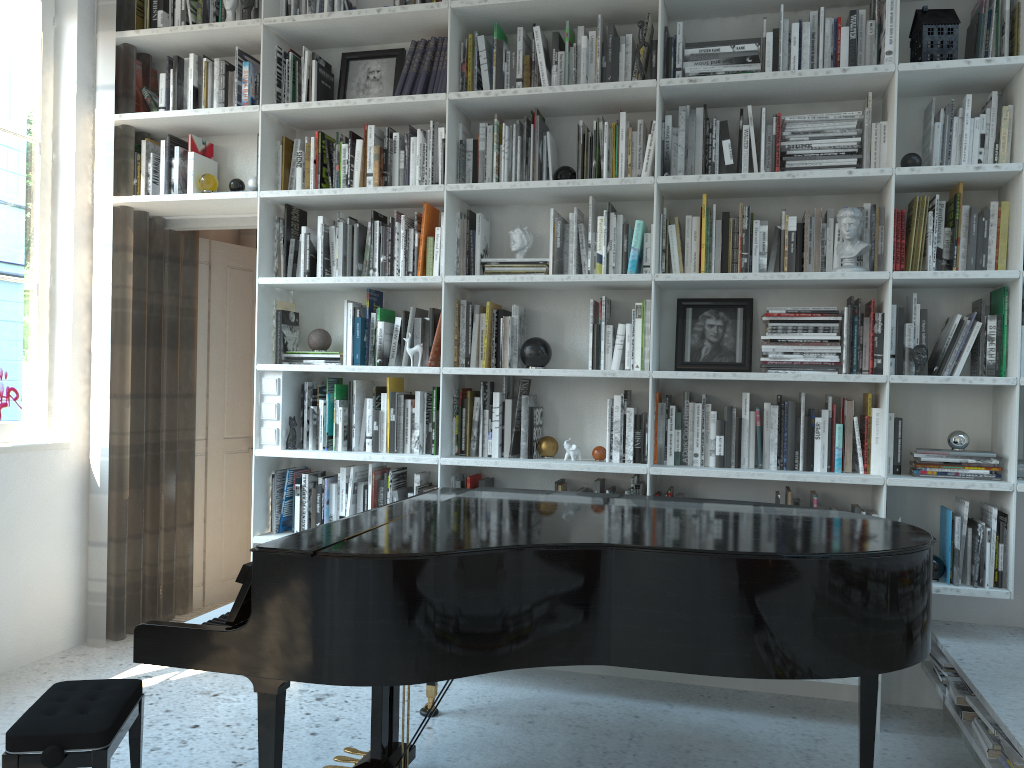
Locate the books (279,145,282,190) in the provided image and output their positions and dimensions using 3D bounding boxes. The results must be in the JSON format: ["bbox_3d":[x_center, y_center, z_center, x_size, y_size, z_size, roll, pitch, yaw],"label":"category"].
[{"bbox_3d":[-0.995,-0.936,3.975,0.022,0.232,0.151,1,0,15],"label":"books"}]

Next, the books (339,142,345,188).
[{"bbox_3d":[-0.717,-0.928,3.902,0.011,0.229,0.170,1,0,15],"label":"books"}]

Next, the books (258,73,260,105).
[{"bbox_3d":[-1.093,-1.282,3.997,0.026,0.188,0.154,1,0,15],"label":"books"}]

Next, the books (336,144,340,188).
[{"bbox_3d":[-0.731,-0.923,3.898,0.014,0.218,0.164,1,0,15],"label":"books"}]

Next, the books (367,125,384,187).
[{"bbox_3d":[-0.576,-0.953,3.846,0.030,0.286,0.185,1,0,15],"label":"books"}]

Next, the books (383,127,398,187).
[{"bbox_3d":[-0.516,-0.952,3.854,0.025,0.286,0.161,1,0,15],"label":"books"}]

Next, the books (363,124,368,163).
[{"bbox_3d":[-0.614,-0.963,3.880,0.014,0.304,0.151,1,0,15],"label":"books"}]

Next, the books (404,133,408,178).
[{"bbox_3d":[-0.431,-0.937,3.839,0.035,0.260,0.131,1,0,15],"label":"books"}]

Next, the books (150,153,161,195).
[{"bbox_3d":[-1.625,-0.944,4.132,0.010,0.220,0.181,1,0,15],"label":"books"}]

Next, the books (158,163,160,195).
[{"bbox_3d":[-1.600,-0.925,4.152,0.029,0.185,0.134,1,0,15],"label":"books"}]

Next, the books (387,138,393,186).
[{"bbox_3d":[-0.501,-0.925,3.839,0.013,0.232,0.171,1,0,15],"label":"books"}]

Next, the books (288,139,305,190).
[{"bbox_3d":[-0.940,-0.947,3.968,0.062,0.258,0.153,1,0,15],"label":"books"}]

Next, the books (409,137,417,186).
[{"bbox_3d":[-0.394,-0.921,3.807,0.030,0.231,0.172,1,0,15],"label":"books"}]

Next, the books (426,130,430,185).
[{"bbox_3d":[-0.327,-0.938,3.811,0.024,0.266,0.155,1,0,15],"label":"books"}]

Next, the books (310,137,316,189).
[{"bbox_3d":[-0.842,-0.942,3.929,0.014,0.252,0.187,1,0,15],"label":"books"}]

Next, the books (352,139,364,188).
[{"bbox_3d":[-0.645,-0.931,3.886,0.047,0.238,0.162,1,0,15],"label":"books"}]

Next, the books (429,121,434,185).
[{"bbox_3d":[-0.317,-0.950,3.778,0.012,0.291,0.182,1,0,15],"label":"books"}]

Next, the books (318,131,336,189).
[{"bbox_3d":[-0.813,-0.954,3.914,0.011,0.277,0.164,1,0,15],"label":"books"}]

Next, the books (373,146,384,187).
[{"bbox_3d":[-0.550,-0.907,3.836,0.029,0.195,0.192,1,0,15],"label":"books"}]

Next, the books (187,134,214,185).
[{"bbox_3d":[-1.434,-0.979,4.085,0.013,0.299,0.179,1,0,15],"label":"books"}]

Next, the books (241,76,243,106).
[{"bbox_3d":[-1.175,-1.282,4.027,0.031,0.182,0.151,1,0,15],"label":"books"}]

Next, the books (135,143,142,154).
[{"bbox_3d":[-1.725,-0.972,4.146,0.011,0.272,0.188,1,0,15],"label":"books"}]

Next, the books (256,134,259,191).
[{"bbox_3d":[-1.104,-0.964,4.000,0.012,0.285,0.159,1,0,15],"label":"books"}]

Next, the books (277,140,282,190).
[{"bbox_3d":[-1.009,-0.947,3.987,0.012,0.254,0.161,1,0,15],"label":"books"}]

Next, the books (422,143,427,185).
[{"bbox_3d":[-0.348,-0.908,3.807,0.013,0.206,0.172,1,0,15],"label":"books"}]

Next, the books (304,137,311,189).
[{"bbox_3d":[-0.882,-0.948,3.945,0.010,0.263,0.151,1,0,15],"label":"books"}]

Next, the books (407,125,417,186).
[{"bbox_3d":[-0.413,-0.947,3.816,0.012,0.281,0.188,1,0,15],"label":"books"}]

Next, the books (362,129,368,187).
[{"bbox_3d":[-0.601,-0.946,3.858,0.023,0.271,0.187,1,0,15],"label":"books"}]

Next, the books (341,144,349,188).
[{"bbox_3d":[-0.698,-0.921,3.890,0.031,0.217,0.173,1,0,15],"label":"books"}]

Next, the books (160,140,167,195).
[{"bbox_3d":[-1.578,-0.973,4.129,0.022,0.281,0.156,1,0,15],"label":"books"}]

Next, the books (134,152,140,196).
[{"bbox_3d":[-1.711,-0.949,4.154,0.013,0.228,0.179,1,0,15],"label":"books"}]

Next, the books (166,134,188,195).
[{"bbox_3d":[-1.533,-0.980,4.094,0.013,0.297,0.187,1,0,15],"label":"books"}]

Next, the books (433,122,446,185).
[{"bbox_3d":[-0.297,-0.949,3.786,0.022,0.289,0.169,1,0,15],"label":"books"}]

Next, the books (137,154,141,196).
[{"bbox_3d":[-1.698,-0.946,4.152,0.013,0.222,0.162,1,0,15],"label":"books"}]

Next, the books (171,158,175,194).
[{"bbox_3d":[-1.513,-0.927,4.103,0.024,0.193,0.181,1,0,15],"label":"books"}]

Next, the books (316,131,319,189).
[{"bbox_3d":[-0.825,-0.956,3.928,0.020,0.281,0.164,1,0,15],"label":"books"}]

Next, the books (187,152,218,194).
[{"bbox_3d":[-1.418,-0.935,4.068,0.029,0.211,0.187,1,0,15],"label":"books"}]

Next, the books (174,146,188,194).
[{"bbox_3d":[-1.485,-0.949,4.077,0.021,0.237,0.188,1,0,15],"label":"books"}]

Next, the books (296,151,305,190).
[{"bbox_3d":[-0.904,-0.915,3.934,0.026,0.195,0.175,1,0,15],"label":"books"}]

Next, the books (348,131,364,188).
[{"bbox_3d":[-0.675,-0.949,3.889,0.014,0.273,0.180,1,0,15],"label":"books"}]

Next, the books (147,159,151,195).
[{"bbox_3d":[-1.642,-0.932,4.145,0.029,0.197,0.160,1,0,15],"label":"books"}]

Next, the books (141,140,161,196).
[{"bbox_3d":[-1.668,-0.975,4.143,0.023,0.281,0.170,1,0,15],"label":"books"}]

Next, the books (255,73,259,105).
[{"bbox_3d":[-1.115,-1.287,4.018,0.029,0.196,0.146,1,0,15],"label":"books"}]

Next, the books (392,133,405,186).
[{"bbox_3d":[-0.477,-0.938,3.848,0.029,0.261,0.157,1,0,15],"label":"books"}]

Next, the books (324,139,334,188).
[{"bbox_3d":[-0.781,-0.940,3.923,0.047,0.249,0.134,1,0,15],"label":"books"}]

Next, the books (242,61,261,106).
[{"bbox_3d":[-1.150,-1.304,3.998,0.029,0.229,0.191,1,0,15],"label":"books"}]

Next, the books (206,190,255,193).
[{"bbox_3d":[-1.255,-0.856,4.048,0.285,0.012,0.159,1,0,17],"label":"books"}]

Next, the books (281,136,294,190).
[{"bbox_3d":[-0.980,-0.951,3.962,0.012,0.263,0.180,1,0,15],"label":"books"}]

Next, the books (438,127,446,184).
[{"bbox_3d":[-0.271,-0.935,3.776,0.035,0.264,0.177,1,0,15],"label":"books"}]

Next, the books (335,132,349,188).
[{"bbox_3d":[-0.740,-0.952,3.913,0.012,0.277,0.150,1,0,15],"label":"books"}]

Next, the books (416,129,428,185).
[{"bbox_3d":[-0.368,-0.937,3.799,0.022,0.263,0.174,1,0,15],"label":"books"}]

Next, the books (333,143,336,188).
[{"bbox_3d":[-0.752,-0.929,3.921,0.012,0.230,0.149,1,0,15],"label":"books"}]

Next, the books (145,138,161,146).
[{"bbox_3d":[-1.679,-0.986,4.170,0.013,0.303,0.135,1,1,15],"label":"books"}]

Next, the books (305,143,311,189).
[{"bbox_3d":[-0.864,-0.931,3.936,0.030,0.230,0.172,1,0,15],"label":"books"}]

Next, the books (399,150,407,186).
[{"bbox_3d":[-0.454,-0.900,3.840,0.022,0.186,0.136,1,0,15],"label":"books"}]

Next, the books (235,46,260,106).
[{"bbox_3d":[-1.198,-1.343,4.017,0.012,0.303,0.189,1,0,15],"label":"books"}]
